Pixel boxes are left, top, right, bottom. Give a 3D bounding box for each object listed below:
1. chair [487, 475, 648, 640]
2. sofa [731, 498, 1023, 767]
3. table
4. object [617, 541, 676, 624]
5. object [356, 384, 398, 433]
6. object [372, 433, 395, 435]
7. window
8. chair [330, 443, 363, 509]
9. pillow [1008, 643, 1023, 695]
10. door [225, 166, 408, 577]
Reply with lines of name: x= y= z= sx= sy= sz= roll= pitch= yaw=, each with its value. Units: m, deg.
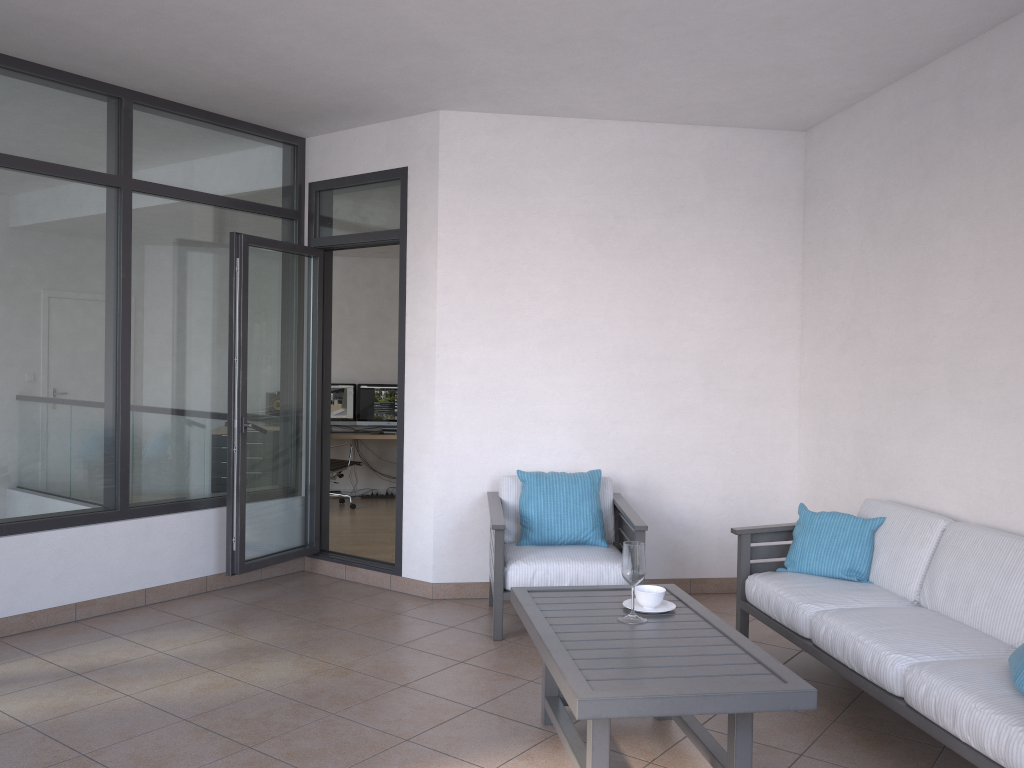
chair: x=0.268 y=0.920 z=4.894 sx=0.797 sy=0.765 sz=0.807 roll=1 pitch=1 yaw=-3
sofa: x=1.665 y=0.969 z=3.497 sx=0.807 sy=0.765 sz=2.161 roll=1 pitch=1 yaw=-9
table: x=0.434 y=1.101 z=3.134 sx=0.710 sy=0.473 sz=1.260 roll=1 pitch=1 yaw=-9
object: x=0.487 y=0.724 z=3.370 sx=0.203 sy=0.284 sz=0.337 roll=2 pitch=1 yaw=42
object: x=-1.368 y=0.269 z=9.910 sx=0.716 sy=0.535 sz=0.190 roll=1 pitch=1 yaw=-4
object: x=-1.395 y=0.540 z=9.618 sx=0.250 sy=0.002 sz=0.200 roll=1 pitch=1 yaw=-9
window: x=-2.956 y=-0.436 z=3.995 sx=0.170 sy=2.402 sz=5.002 roll=2 pitch=1 yaw=36
chair: x=-1.982 y=0.790 z=9.237 sx=0.664 sy=0.991 sz=0.699 roll=2 pitch=1 yaw=42
pillow: x=1.745 y=0.816 z=2.738 sx=0.377 sy=0.370 sz=0.543 roll=2 pitch=1 yaw=31
door: x=-1.190 y=-0.081 z=5.436 sx=0.905 sy=2.500 sz=0.924 roll=2 pitch=1 yaw=36
